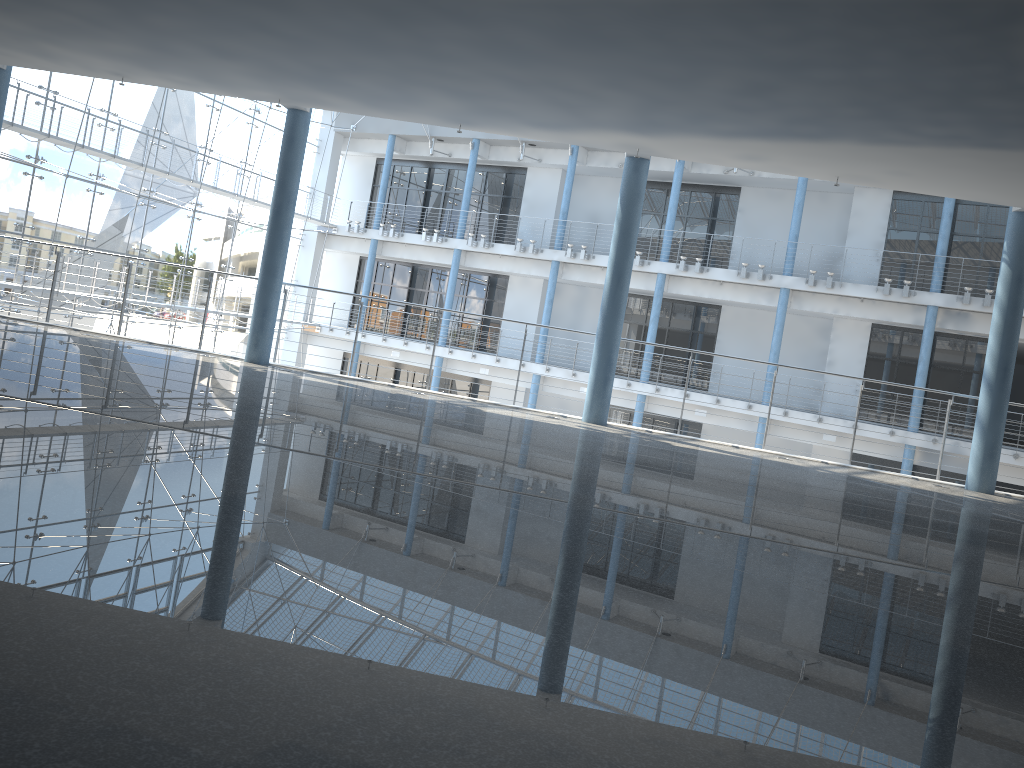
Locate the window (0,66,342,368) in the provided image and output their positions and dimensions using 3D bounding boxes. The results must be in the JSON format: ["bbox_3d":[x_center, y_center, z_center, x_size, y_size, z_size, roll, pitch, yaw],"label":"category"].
[{"bbox_3d":[-1.709,-0.690,3.055,0.010,2.773,3.836,9,2,22],"label":"window"}]
